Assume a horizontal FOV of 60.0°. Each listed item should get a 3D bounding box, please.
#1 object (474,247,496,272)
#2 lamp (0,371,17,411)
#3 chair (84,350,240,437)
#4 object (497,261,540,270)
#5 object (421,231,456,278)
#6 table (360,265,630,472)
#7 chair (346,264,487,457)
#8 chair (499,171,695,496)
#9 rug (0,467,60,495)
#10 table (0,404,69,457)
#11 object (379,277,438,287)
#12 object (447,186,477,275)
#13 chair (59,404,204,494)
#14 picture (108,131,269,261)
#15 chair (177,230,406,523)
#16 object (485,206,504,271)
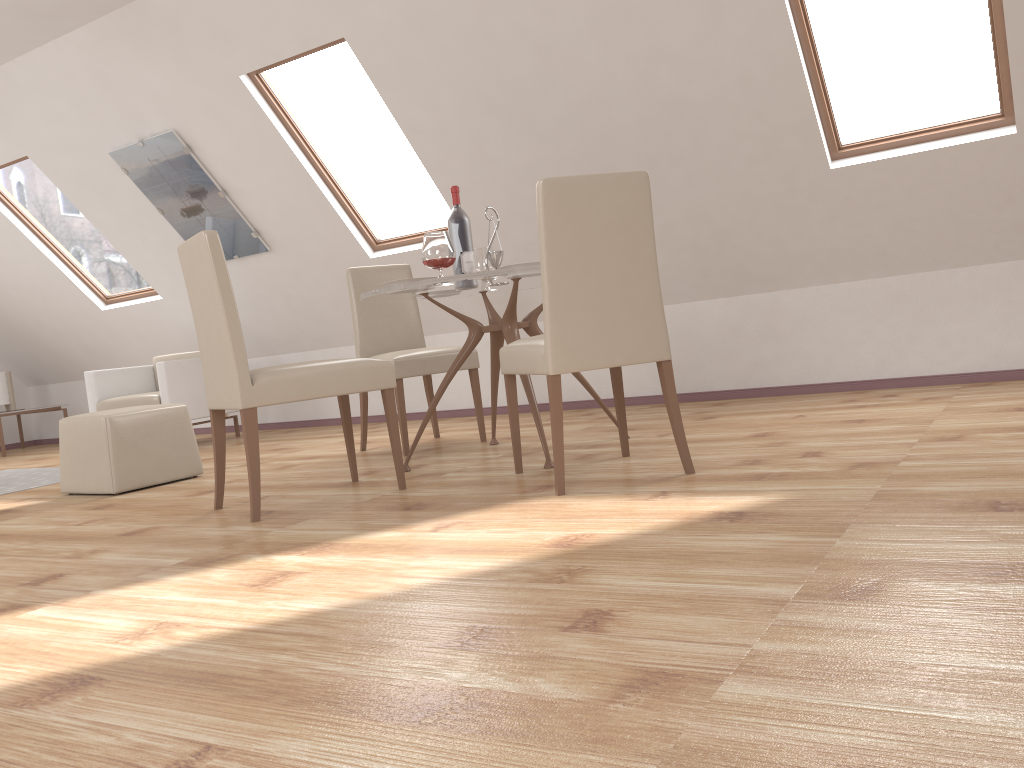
[{"bbox_3d":[-0.127,-0.555,4.213,0.136,0.183,0.136,-9,3,-31],"label":"object"},{"bbox_3d":[-4.851,0.076,8.421,0.221,0.375,0.180,-8,3,-25],"label":"lamp"},{"bbox_3d":[-2.591,0.125,6.670,0.748,0.706,0.820,-6,3,21],"label":"chair"},{"bbox_3d":[0.061,-0.458,3.492,0.228,0.020,0.228,-7,3,-13],"label":"object"},{"bbox_3d":[-0.285,-0.496,3.447,0.136,0.183,0.136,-6,3,10],"label":"object"},{"bbox_3d":[-0.017,-0.071,3.897,1.198,0.770,1.198,-9,4,-37],"label":"table"},{"bbox_3d":[-0.537,-0.164,4.686,0.477,0.999,0.618,-9,3,-31],"label":"chair"},{"bbox_3d":[0.247,-0.176,3.118,0.477,0.999,0.618,-8,3,-14],"label":"chair"},{"bbox_3d":[-3.675,0.705,4.769,1.600,0.007,2.800,-5,3,32],"label":"rug"},{"bbox_3d":[-4.694,0.449,8.313,0.773,0.390,0.730,-5,3,30],"label":"table"},{"bbox_3d":[-0.411,-0.407,3.589,0.228,0.020,0.228,-9,4,-36],"label":"object"},{"bbox_3d":[-0.228,-0.656,3.922,0.109,0.435,0.109,-5,3,28],"label":"object"},{"bbox_3d":[-1.931,0.315,4.463,0.506,0.394,0.506,-5,4,36],"label":"chair"},{"bbox_3d":[-2.181,-1.224,6.012,0.650,0.738,0.683,-5,3,32],"label":"picture"},{"bbox_3d":[-0.826,-0.058,3.317,0.618,0.999,0.477,-9,4,-34],"label":"chair"},{"bbox_3d":[-0.081,-0.613,3.867,0.096,0.322,0.086,-7,3,-5],"label":"object"}]
